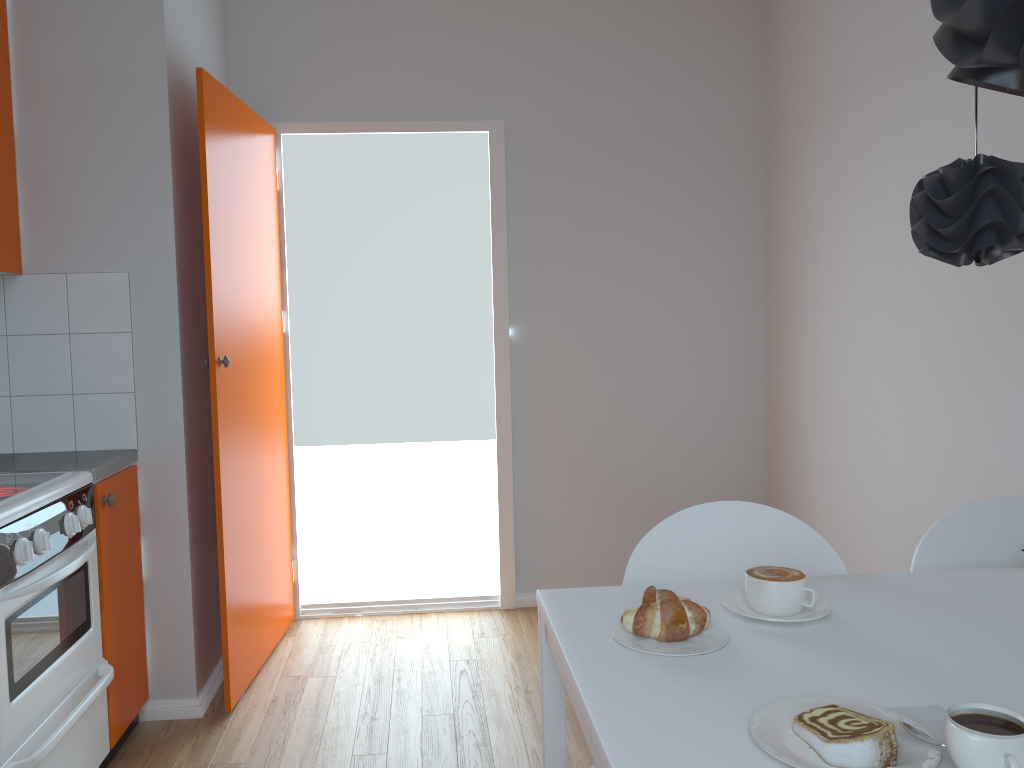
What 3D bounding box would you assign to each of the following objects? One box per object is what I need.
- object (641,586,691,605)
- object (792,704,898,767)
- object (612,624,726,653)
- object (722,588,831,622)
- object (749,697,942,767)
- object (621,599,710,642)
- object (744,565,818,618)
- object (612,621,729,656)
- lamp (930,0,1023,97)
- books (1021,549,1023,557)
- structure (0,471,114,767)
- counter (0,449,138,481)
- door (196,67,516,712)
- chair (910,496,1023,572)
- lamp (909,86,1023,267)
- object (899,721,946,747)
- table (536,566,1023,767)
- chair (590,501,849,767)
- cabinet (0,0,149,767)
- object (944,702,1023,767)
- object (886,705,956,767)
[{"bbox_3d":[0.235,0.335,1.333,0.075,0.059,0.060,0,4,16],"label":"object"},{"bbox_3d":[0.347,0.368,0.957,0.074,0.043,0.129,-2,4,-13],"label":"object"},{"bbox_3d":[0.227,0.365,1.299,0.121,0.005,0.121,-3,5,-25],"label":"object"},{"bbox_3d":[0.410,0.349,1.377,0.161,0.020,0.160,-1,4,10],"label":"object"},{"bbox_3d":[0.356,0.384,0.956,0.191,0.012,0.192,-2,4,-7],"label":"object"},{"bbox_3d":[0.227,0.339,1.280,0.131,0.060,0.070,-2,4,-4],"label":"object"},{"bbox_3d":[0.412,0.321,1.375,0.098,0.064,0.094,-2,4,-2],"label":"object"},{"bbox_3d":[0.230,0.367,1.297,0.169,0.005,0.164,2,5,38],"label":"object"},{"bbox_3d":[0.674,-1.011,1.071,0.299,1.293,0.291,2,5,41],"label":"lamp"},{"bbox_3d":[0.974,0.305,1.412,0.208,0.012,0.256,-1,4,11],"label":"books"},{"bbox_3d":[-1.400,0.690,2.100,0.728,0.864,0.623,-2,4,-5],"label":"structure"},{"bbox_3d":[-1.347,0.369,1.193,0.676,0.132,3.127,-2,4,-6],"label":"counter"},{"bbox_3d":[-0.711,-0.029,3.488,0.698,2.054,1.377,2,5,43],"label":"door"},{"bbox_3d":[0.971,0.675,1.433,0.504,0.870,0.646,-1,4,0],"label":"chair"},{"bbox_3d":[0.659,-0.923,1.252,0.170,1.504,0.168,-1,4,12],"label":"lamp"},{"bbox_3d":[0.463,0.376,0.906,0.132,0.027,0.027,3,6,44],"label":"object"},{"bbox_3d":[0.726,0.749,1.187,1.270,0.770,0.837,-2,4,-4],"label":"table"},{"bbox_3d":[0.350,0.688,1.479,0.509,0.870,0.639,0,4,20],"label":"chair"},{"bbox_3d":[-1.338,0.014,1.174,0.700,2.347,3.128,-2,4,-6],"label":"cabinet"},{"bbox_3d":[0.459,0.359,0.857,0.077,0.070,0.082,2,6,44],"label":"object"},{"bbox_3d":[0.404,0.389,0.925,0.227,0.003,0.229,-2,4,-5],"label":"object"}]
